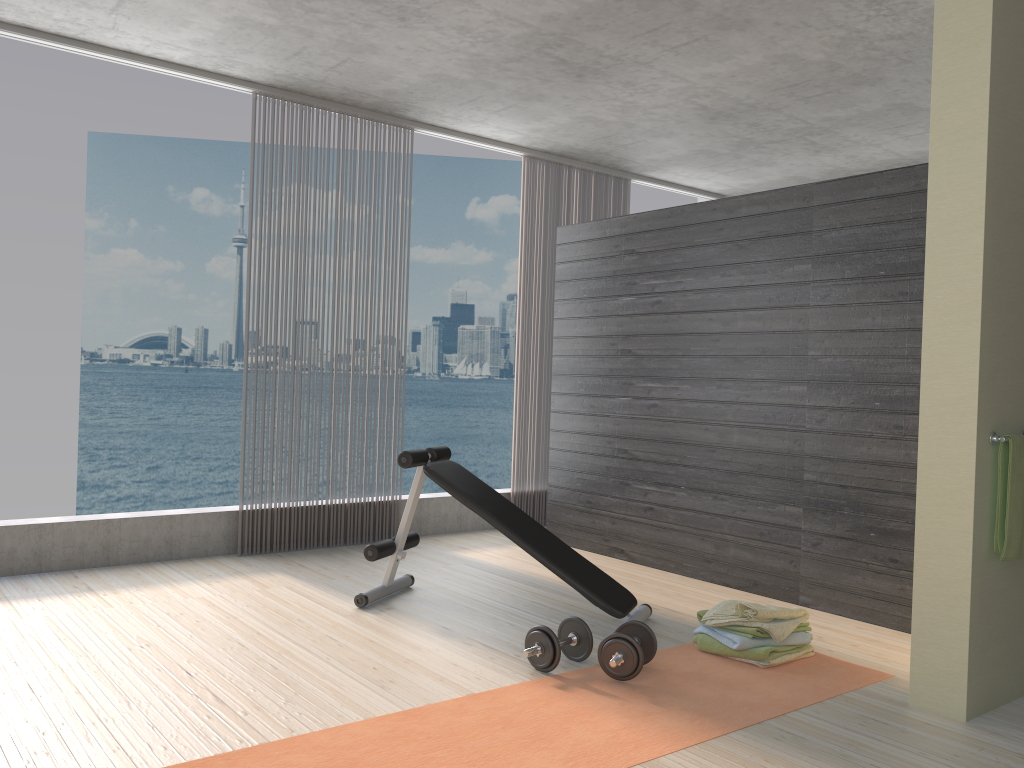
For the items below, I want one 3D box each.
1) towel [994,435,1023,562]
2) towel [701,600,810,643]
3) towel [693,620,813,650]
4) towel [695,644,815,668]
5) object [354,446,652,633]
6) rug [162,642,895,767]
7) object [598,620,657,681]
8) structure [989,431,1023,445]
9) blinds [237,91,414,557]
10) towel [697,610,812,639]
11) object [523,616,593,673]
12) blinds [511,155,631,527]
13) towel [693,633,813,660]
[{"bbox_3d":[1.750,0.392,3.070,0.214,0.433,0.070,2,0,-43],"label":"towel"},{"bbox_3d":[1.012,0.951,3.697,0.373,0.123,0.384,2,0,36],"label":"towel"},{"bbox_3d":[1.001,1.041,3.702,0.383,0.078,0.383,2,0,-21],"label":"towel"},{"bbox_3d":[1.018,1.090,3.684,0.376,0.044,0.371,2,0,-39],"label":"towel"},{"bbox_3d":[-0.031,0.699,4.156,1.312,0.746,0.505,2,0,21],"label":"object"},{"bbox_3d":[0.170,1.089,2.861,2.779,0.002,0.716,2,0,-38],"label":"rug"},{"bbox_3d":[0.437,1.002,3.343,0.176,0.176,0.385,2,0,24],"label":"object"},{"bbox_3d":[1.760,0.191,3.098,0.298,0.046,0.052,2,0,-38],"label":"structure"},{"bbox_3d":[-1.134,-0.345,5.561,1.133,2.744,0.069,2,0,-38],"label":"blinds"},{"bbox_3d":[1.016,1.005,3.724,0.376,0.085,0.371,2,0,-33],"label":"towel"},{"bbox_3d":[0.182,1.002,3.422,0.176,0.176,0.385,2,1,44],"label":"object"},{"bbox_3d":[0.468,-0.298,6.814,1.133,2.744,0.069,2,0,-38],"label":"blinds"},{"bbox_3d":[0.999,1.067,3.678,0.380,0.081,0.367,2,0,-40],"label":"towel"}]
